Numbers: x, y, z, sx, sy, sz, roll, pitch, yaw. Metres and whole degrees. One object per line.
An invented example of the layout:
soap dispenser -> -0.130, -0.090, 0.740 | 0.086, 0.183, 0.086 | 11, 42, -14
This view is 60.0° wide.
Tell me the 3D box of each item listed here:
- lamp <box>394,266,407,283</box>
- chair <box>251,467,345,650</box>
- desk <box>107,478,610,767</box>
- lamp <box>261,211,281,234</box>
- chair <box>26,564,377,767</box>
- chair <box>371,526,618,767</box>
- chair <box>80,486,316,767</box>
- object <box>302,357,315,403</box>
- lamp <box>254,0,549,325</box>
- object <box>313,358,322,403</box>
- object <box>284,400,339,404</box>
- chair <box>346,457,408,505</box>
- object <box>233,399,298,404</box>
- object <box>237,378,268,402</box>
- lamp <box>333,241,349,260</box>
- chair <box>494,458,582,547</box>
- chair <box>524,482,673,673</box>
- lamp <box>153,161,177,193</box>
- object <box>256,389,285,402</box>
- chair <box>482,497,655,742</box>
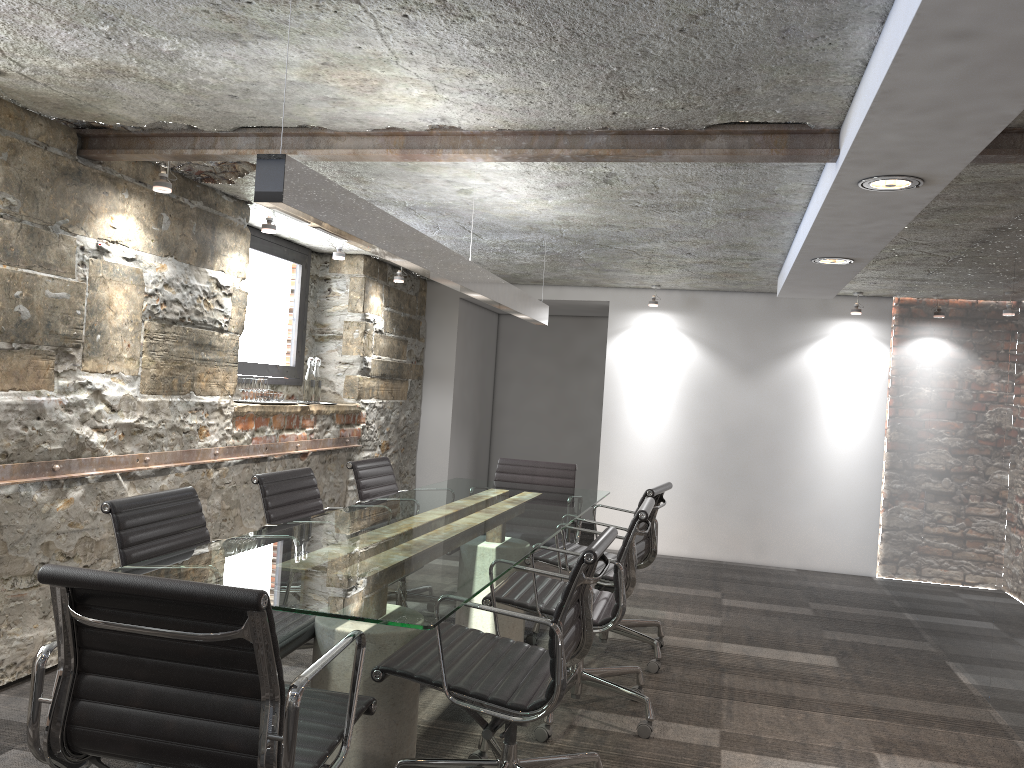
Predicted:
lamp -> -0.819, -0.829, 6.522 | 0.098, 0.165, 0.077 | 4, -1, -44
chair -> -0.727, 0.800, 3.686 | 0.667, 0.837, 0.693 | 4, -1, 4
desk -> -0.274, 0.893, 3.563 | 0.909, 0.711, 3.154 | 4, -1, 13
lamp -> -1.263, -0.877, 4.661 | 0.098, 0.165, 0.077 | 4, -1, -44
chair -> -0.649, 0.788, 1.938 | 0.693, 0.837, 0.667 | 4, -1, 4
chair -> -0.038, 0.834, 2.570 | 0.667, 0.837, 0.693 | 4, -1, 5
chair -> -0.901, 0.780, 2.767 | 0.667, 0.837, 0.693 | 4, -1, 1
object -> -1.311, -0.024, 5.741 | 0.073, 0.300, 0.073 | 4, -1, -18
lamp -> -0.178, -0.640, 3.577 | 0.073, 0.524, 3.159 | 4, -1, 13
object -> -1.289, -0.022, 5.832 | 0.073, 0.300, 0.073 | 4, -1, -18
object -> -1.373, 0.119, 5.795 | 0.310, 0.007, 0.457 | 4, -1, 13
chair -> -0.506, 0.823, 4.538 | 0.667, 0.837, 0.693 | 4, -1, 5
object -> -1.503, 0.105, 5.247 | 0.310, 0.007, 0.457 | 4, -1, 13
object -> -1.508, 0.035, 5.145 | 0.108, 0.131, 0.218 | 4, -1, 12
lamp -> -1.061, -0.855, 5.508 | 0.098, 0.165, 0.077 | 4, -1, -44
chair -> 0.056, 0.864, 4.963 | 0.693, 0.837, 0.667 | 4, -1, 6
chair -> 0.419, 0.881, 4.297 | 0.667, 0.837, 0.693 | 4, -1, 11
lamp -> -1.473, -0.900, 3.778 | 0.098, 0.165, 0.077 | 4, -1, -44
object -> -1.468, 0.070, 5.356 | 0.111, 0.072, 0.191 | 4, -1, 21
chair -> 0.226, 0.860, 3.473 | 0.667, 0.837, 0.693 | 4, -1, 3
